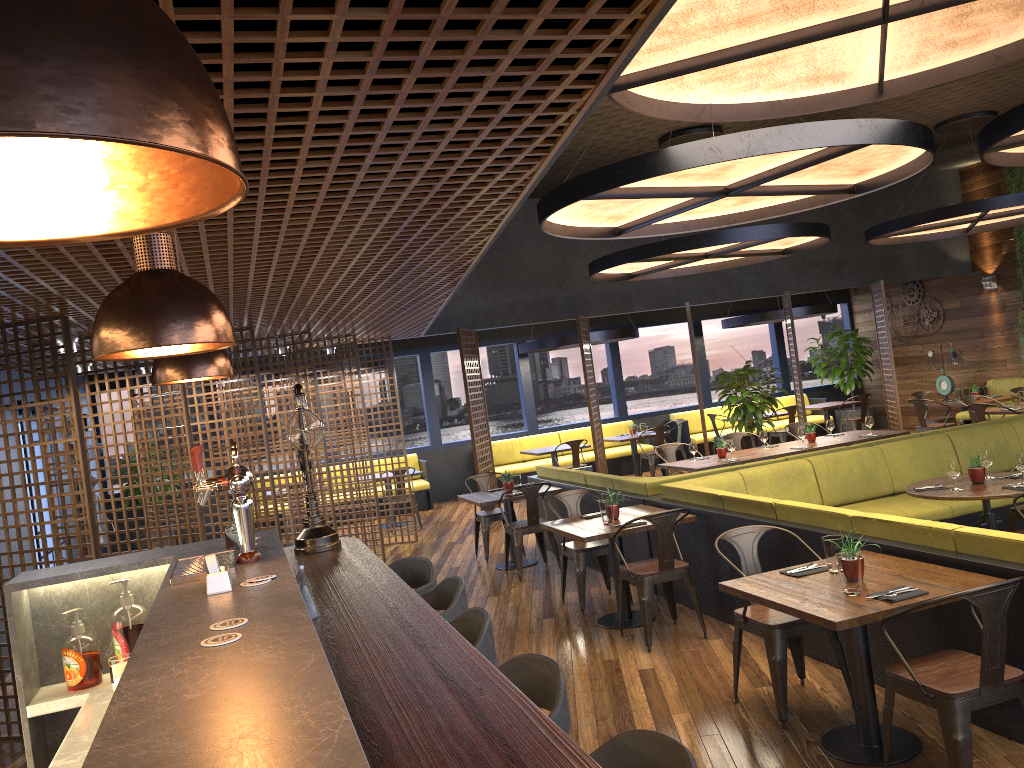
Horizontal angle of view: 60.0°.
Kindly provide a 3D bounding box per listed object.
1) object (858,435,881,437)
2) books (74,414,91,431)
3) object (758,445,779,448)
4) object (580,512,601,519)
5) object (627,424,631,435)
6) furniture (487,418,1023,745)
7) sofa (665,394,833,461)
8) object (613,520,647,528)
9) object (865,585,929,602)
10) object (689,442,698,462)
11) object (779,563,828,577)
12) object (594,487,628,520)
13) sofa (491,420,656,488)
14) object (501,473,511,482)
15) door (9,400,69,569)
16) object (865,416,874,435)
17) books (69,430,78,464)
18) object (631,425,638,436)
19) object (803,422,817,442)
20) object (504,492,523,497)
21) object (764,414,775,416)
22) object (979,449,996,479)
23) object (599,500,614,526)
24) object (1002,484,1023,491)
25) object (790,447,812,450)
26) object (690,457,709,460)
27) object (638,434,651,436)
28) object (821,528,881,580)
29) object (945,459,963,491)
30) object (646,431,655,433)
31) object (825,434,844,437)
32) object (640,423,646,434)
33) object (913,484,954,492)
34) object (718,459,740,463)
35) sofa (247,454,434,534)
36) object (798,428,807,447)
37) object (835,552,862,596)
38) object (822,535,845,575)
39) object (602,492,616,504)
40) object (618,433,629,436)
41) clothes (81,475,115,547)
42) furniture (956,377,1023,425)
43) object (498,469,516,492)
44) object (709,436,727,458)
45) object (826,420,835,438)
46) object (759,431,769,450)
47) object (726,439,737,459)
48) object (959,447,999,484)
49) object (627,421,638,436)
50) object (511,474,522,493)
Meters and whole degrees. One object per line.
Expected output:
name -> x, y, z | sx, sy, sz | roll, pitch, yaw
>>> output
object -> 4.009, 0.581, 9.984 | 0.157, 0.019, 0.255 | -8, 0, -17
books -> -5.985, 0.547, 12.361 | 0.177, 0.245, 0.450 | -8, 0, -18
object -> 2.974, 0.719, 10.246 | 0.157, 0.019, 0.255 | -8, 0, -17
object -> 0.674, 1.030, 7.017 | 0.255, 0.019, 0.157 | -8, 0, -18
object -> 1.990, 0.761, 14.827 | 0.102, 0.178, 0.102 | -8, 0, -32
furniture -> 3.411, 0.981, 7.121 | 4.895, 0.914, 7.462 | -8, 0, -23
sofa -> 4.542, 0.816, 16.816 | 3.061, 0.914, 0.966 | -8, 0, -18
object -> 0.835, 1.009, 6.399 | 0.255, 0.019, 0.157 | -8, 0, -18
object -> 1.645, 0.904, 3.825 | 0.255, 0.019, 0.157 | -8, 0, -18
object -> 2.012, 0.754, 9.822 | 0.097, 0.206, 0.097 | -8, 0, 28
object -> 1.484, 0.924, 4.443 | 0.255, 0.019, 0.157 | -8, 0, -18
object -> 0.766, 0.890, 6.735 | 0.260, 0.271, 0.238 | -8, 0, -16
sofa -> 0.962, 1.298, 15.669 | 3.061, 0.914, 0.966 | -8, 0, -18
object -> -0.054, 1.043, 9.462 | 0.102, 0.178, 0.102 | -8, 0, -2
door -> -5.158, 1.376, 9.880 | 0.052, 2.386, 2.441 | -8, 0, -18
object -> 4.088, 0.475, 10.132 | 0.097, 0.206, 0.097 | -8, 0, 28
books -> -5.738, 0.804, 11.722 | 0.223, 0.489, 0.286 | -8, 0, -26
object -> 2.004, 0.760, 14.468 | 0.102, 0.178, 0.102 | -8, 0, -32
object -> 3.406, 0.531, 10.141 | 0.238, 0.271, 0.260 | -8, 0, 4
object -> 0.022, 1.114, 8.979 | 0.255, 0.019, 0.157 | -8, 0, -18
object -> 4.359, 0.523, 15.052 | 0.255, 0.019, 0.157 | -8, 0, -18
object -> 3.406, 0.572, 6.363 | 0.097, 0.206, 0.097 | -8, 0, 21
object -> 0.699, 0.946, 6.510 | 0.102, 0.178, 0.102 | -8, 0, -32
object -> 3.347, 0.675, 5.843 | 0.157, 0.019, 0.255 | -8, 0, -11
object -> 3.151, 0.696, 9.709 | 0.157, 0.019, 0.255 | -8, 0, -17
object -> 2.116, 0.835, 9.970 | 0.157, 0.019, 0.255 | -8, 0, -17
object -> 2.110, 0.826, 14.333 | 0.255, 0.019, 0.157 | -8, 0, -18
object -> 1.572, 0.786, 4.136 | 0.238, 0.271, 0.260 | -8, 0, 4
object -> 3.030, 0.623, 6.082 | 0.097, 0.206, 0.097 | -8, 0, 24
object -> 2.312, 0.798, 14.719 | 0.157, 0.019, 0.255 | -8, 0, -18
object -> 3.832, 0.604, 10.521 | 0.157, 0.019, 0.255 | -8, 0, -17
object -> 2.167, 0.738, 14.622 | 0.102, 0.178, 0.102 | -8, 0, -32
object -> 2.966, 0.726, 6.238 | 0.255, 0.019, 0.157 | -8, 0, 15
object -> 2.293, 0.812, 9.434 | 0.157, 0.019, 0.255 | -8, 0, -17
sofa -> -2.886, 1.816, 14.436 | 3.061, 0.914, 0.966 | -8, 0, -18
object -> 3.229, 0.591, 9.857 | 0.097, 0.206, 0.097 | -8, 0, 28
object -> 1.497, 0.843, 3.927 | 0.102, 0.178, 0.102 | -8, 0, 18
object -> 1.570, 0.833, 4.307 | 0.102, 0.178, 0.102 | -8, 0, -32
object -> 0.759, 0.938, 6.881 | 0.102, 0.178, 0.102 | -8, 0, -32
object -> 1.905, 0.853, 14.963 | 0.255, 0.019, 0.157 | -8, 0, -18
clothes -> -5.654, 1.897, 12.146 | 0.401, 1.494, 0.423 | -8, 0, -22
furniture -> 7.116, 0.476, 11.764 | 3.378, 0.916, 4.755 | -8, 0, -18
object -> -0.037, 0.995, 9.286 | 0.260, 0.271, 0.238 | -8, 0, -16
object -> 2.297, 0.680, 9.785 | 0.238, 0.271, 0.260 | -8, 0, 4
object -> 3.729, 0.523, 10.372 | 0.097, 0.206, 0.097 | -8, 0, 28
object -> 2.871, 0.639, 10.097 | 0.097, 0.206, 0.097 | -8, 0, 28
object -> 2.371, 0.706, 9.582 | 0.097, 0.206, 0.097 | -8, 0, 28
object -> 3.239, 0.559, 6.203 | 0.238, 0.271, 0.260 | -8, 0, 4
object -> 2.001, 0.713, 14.652 | 0.238, 0.271, 0.260 | -8, 0, 4
object -> 0.051, 1.030, 9.158 | 0.102, 0.178, 0.102 | -8, 0, -12
